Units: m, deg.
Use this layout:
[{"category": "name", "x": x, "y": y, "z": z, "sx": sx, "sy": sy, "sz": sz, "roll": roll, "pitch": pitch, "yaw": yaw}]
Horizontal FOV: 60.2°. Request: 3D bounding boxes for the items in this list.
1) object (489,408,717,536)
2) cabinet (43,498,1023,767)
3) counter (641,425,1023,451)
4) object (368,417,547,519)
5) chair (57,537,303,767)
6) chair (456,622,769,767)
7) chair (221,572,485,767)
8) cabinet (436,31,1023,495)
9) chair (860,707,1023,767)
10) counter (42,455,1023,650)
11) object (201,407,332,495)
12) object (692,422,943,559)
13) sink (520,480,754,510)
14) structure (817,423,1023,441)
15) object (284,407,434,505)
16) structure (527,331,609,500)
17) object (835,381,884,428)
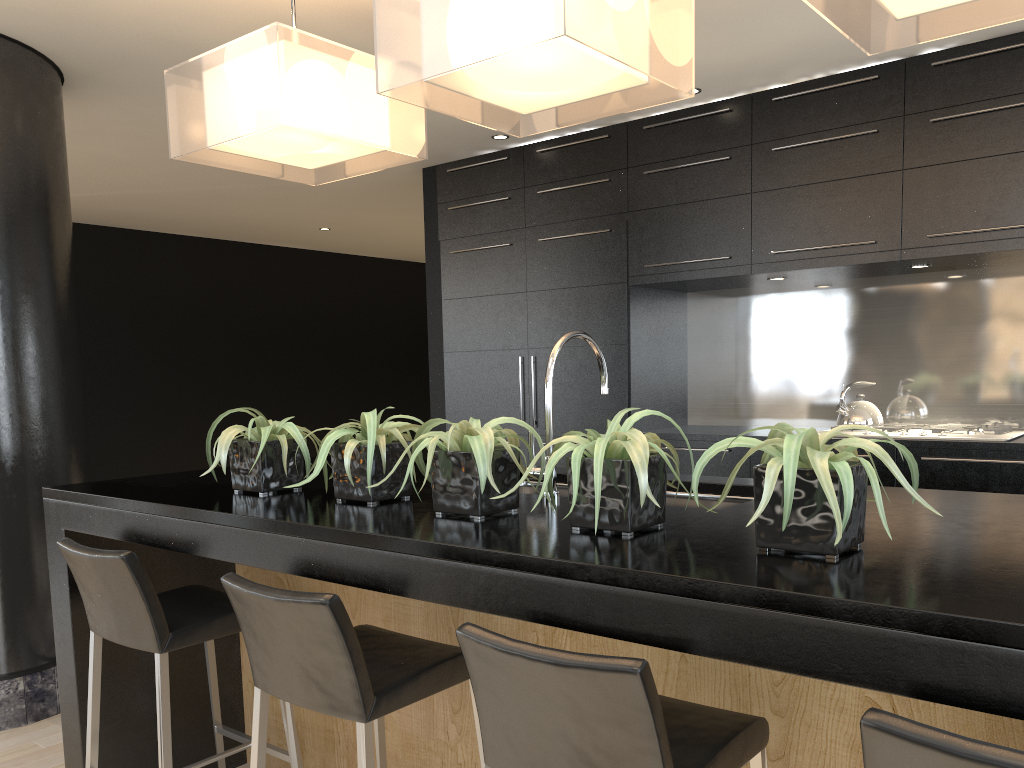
[{"category": "object", "x": 0.219, "y": 0.171, "z": 1.731, "sx": 0.397, "sy": 0.241, "sz": 0.405, "roll": -2, "pitch": 2, "yaw": -26}, {"category": "cabinet", "x": 0.149, "y": 0.839, "z": 2.261, "sx": 3.110, "sy": 1.046, "sz": 1.173, "roll": 0, "pitch": 3, "yaw": 39}, {"category": "counter", "x": 2.012, "y": 0.266, "z": 4.377, "sx": 2.857, "sy": 0.034, "sz": 0.727, "roll": -1, "pitch": 1, "yaw": 39}, {"category": "object", "x": -0.076, "y": 0.186, "z": 1.966, "sx": 0.397, "sy": 0.219, "sz": 0.405, "roll": -2, "pitch": 2, "yaw": -26}, {"category": "chair", "x": -0.953, "y": 0.901, "z": 2.561, "sx": 0.475, "sy": 0.972, "sz": 0.516, "roll": 3, "pitch": 6, "yaw": 39}, {"category": "chair", "x": 0.206, "y": 0.886, "z": 1.633, "sx": 0.475, "sy": 0.972, "sz": 0.516, "roll": 3, "pitch": 6, "yaw": 39}, {"category": "chair", "x": -0.340, "y": 0.893, "z": 2.069, "sx": 0.475, "sy": 0.972, "sz": 0.516, "roll": 3, "pitch": 6, "yaw": 39}, {"category": "cabinet", "x": 1.987, "y": -0.190, "z": 4.308, "sx": 5.720, "sy": 2.545, "sz": 0.724, "roll": 0, "pitch": 5, "yaw": 39}, {"category": "chair", "x": 0.732, "y": 0.879, "z": 1.212, "sx": 0.475, "sy": 0.972, "sz": 0.516, "roll": 3, "pitch": 6, "yaw": 39}, {"category": "counter", "x": 0.136, "y": 0.302, "z": 2.203, "sx": 3.110, "sy": 0.032, "sz": 1.174, "roll": -1, "pitch": 1, "yaw": 39}, {"category": "object", "x": -0.703, "y": 0.182, "z": 2.531, "sx": 0.397, "sy": 0.241, "sz": 0.405, "roll": -2, "pitch": 2, "yaw": -26}, {"category": "object", "x": 0.557, "y": 0.176, "z": 1.535, "sx": 0.405, "sy": 0.219, "sz": 0.396, "roll": -2, "pitch": 2, "yaw": -26}, {"category": "sink", "x": 0.255, "y": 0.393, "z": 2.426, "sx": 0.921, "sy": 0.161, "sz": 0.458, "roll": -1, "pitch": 2, "yaw": 39}, {"category": "structure", "x": 1.999, "y": 0.244, "z": 4.360, "sx": 0.899, "sy": 0.067, "sz": 0.518, "roll": -1, "pitch": 1, "yaw": 39}, {"category": "object", "x": -0.399, "y": 0.178, "z": 2.255, "sx": 0.405, "sy": 0.241, "sz": 0.396, "roll": -2, "pitch": 2, "yaw": -26}, {"category": "structure", "x": 0.322, "y": 0.368, "z": 2.439, "sx": 2.773, "sy": 1.026, "sz": 0.652, "roll": 0, "pitch": 4, "yaw": 38}, {"category": "object", "x": 1.751, "y": 0.100, "z": 4.440, "sx": 0.221, "sy": 0.232, "sz": 0.220, "roll": 1, "pitch": 4, "yaw": 31}]
